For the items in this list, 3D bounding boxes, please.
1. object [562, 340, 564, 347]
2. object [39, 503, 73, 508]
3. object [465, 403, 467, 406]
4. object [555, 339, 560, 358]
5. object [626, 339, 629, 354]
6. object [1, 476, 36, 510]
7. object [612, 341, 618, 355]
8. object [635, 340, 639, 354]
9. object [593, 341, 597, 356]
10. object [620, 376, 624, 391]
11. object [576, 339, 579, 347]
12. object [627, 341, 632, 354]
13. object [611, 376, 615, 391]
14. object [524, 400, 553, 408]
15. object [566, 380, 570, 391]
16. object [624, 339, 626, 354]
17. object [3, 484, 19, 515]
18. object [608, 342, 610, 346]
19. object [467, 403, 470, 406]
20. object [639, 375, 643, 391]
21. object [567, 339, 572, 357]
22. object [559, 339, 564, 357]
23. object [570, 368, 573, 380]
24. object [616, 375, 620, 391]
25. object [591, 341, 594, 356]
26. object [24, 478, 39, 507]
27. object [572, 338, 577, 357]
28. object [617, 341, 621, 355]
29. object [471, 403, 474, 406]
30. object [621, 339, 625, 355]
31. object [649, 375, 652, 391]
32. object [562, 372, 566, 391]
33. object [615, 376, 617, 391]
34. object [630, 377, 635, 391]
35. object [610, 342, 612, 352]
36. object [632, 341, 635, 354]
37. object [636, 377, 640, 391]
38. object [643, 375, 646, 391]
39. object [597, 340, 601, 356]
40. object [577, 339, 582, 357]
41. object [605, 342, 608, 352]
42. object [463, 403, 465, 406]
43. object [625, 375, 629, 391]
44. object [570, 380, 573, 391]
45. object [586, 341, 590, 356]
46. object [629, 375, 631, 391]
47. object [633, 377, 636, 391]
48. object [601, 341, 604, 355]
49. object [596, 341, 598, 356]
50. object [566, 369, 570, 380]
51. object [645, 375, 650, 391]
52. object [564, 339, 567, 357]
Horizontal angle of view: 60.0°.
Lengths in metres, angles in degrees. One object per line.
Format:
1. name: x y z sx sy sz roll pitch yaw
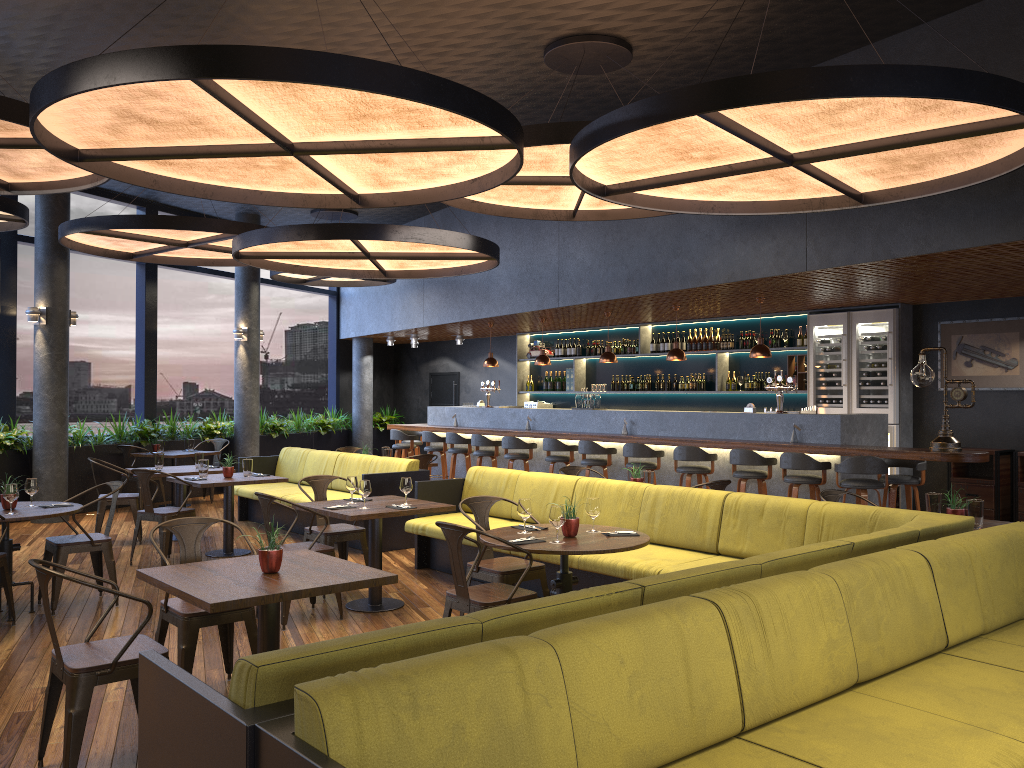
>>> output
1. object: 0.856 -0.606 15.228 0.085 0.310 0.086 0 -1 1
2. object: -3.405 0.901 6.582 0.255 0.019 0.157 1 -1 -42
3. object: -0.771 0.347 14.868 0.042 0.059 0.042 1 -1 -43
4. object: 0.784 -0.607 15.166 0.085 0.310 0.086 0 -1 -7
5. object: 1.839 -0.588 14.094 0.063 0.254 0.063 0 -1 -13
6. object: -3.626 0.769 6.408 0.260 0.271 0.238 0 -1 -1
7. object: 1.643 -0.573 14.181 0.088 0.224 0.088 -1 -1 44
8. object: 1.961 -0.577 13.805 0.088 0.224 0.088 0 -1 -26
9. object: 1.353 -0.584 14.530 0.063 0.254 0.063 0 -1 22
10. object: 1.767 -0.009 14.186 0.063 0.254 0.063 0 -1 7
11. object: 1.114 -0.609 14.924 0.085 0.310 0.086 0 -1 1
12. object: 1.845 -0.573 13.899 0.068 0.217 0.068 0 -1 35
13. object: 1.619 -0.009 14.209 0.063 0.254 0.063 0 -1 22
14. object: 0.394 0.569 15.455 0.550 0.569 0.355 1 -1 -40
15. object: 0.974 0.030 14.981 0.080 0.192 0.098 1 -1 -40
16. object: 1.803 -0.587 14.175 0.063 0.254 0.063 1 -1 -33
17. object: -3.488 0.802 6.176 0.097 0.206 0.097 1 -1 -34
18. object: 1.572 -0.567 14.405 0.068 0.217 0.068 1 -1 -35
19. object: -0.730 0.347 14.890 0.042 0.059 0.042 1 -1 -43
20. object: 2.007 -0.013 13.791 0.063 0.254 0.063 0 -1 -23
21. object: 0.976 -0.609 14.942 0.085 0.310 0.086 0 -1 -21
22. object: 0.842 -0.608 15.094 0.085 0.310 0.086 0 -1 -13
23. object: 1.039 -0.164 14.906 0.080 0.192 0.098 1 -1 -40
24. object: 1.684 -0.010 14.132 0.063 0.254 0.063 0 -1 37
25. object: 1.346 -0.583 14.660 0.063 0.254 0.063 0 -1 27
26. object: -3.577 0.807 6.605 0.097 0.206 0.097 0 -1 21
27. object: 1.042 -0.610 14.862 0.085 0.310 0.086 0 -1 -7
28. object: 1.729 -0.572 14.243 0.088 0.224 0.088 -1 -1 44
29. object: -0.664 0.349 14.965 0.042 0.059 0.042 1 -1 -43
30. object: 1.763 -0.589 14.046 0.063 0.254 0.063 0 -1 7
31. object: 2.138 -0.013 13.752 0.063 0.254 0.063 0 -1 22
32. object: 0.904 -0.043 15.209 0.094 0.340 0.094 0 -1 -18
33. object: 1.687 -0.008 14.280 0.063 0.254 0.063 0 -1 42
34. object: 1.889 0.003 13.923 0.088 0.224 0.088 0 -1 -26
35. object: 1.605 -0.568 14.325 0.068 0.217 0.068 0 -1 -20
36. object: 1.921 -0.572 13.954 0.068 0.217 0.068 1 -1 -35
37. object: 1.994 0.004 13.974 0.088 0.224 0.088 0 -1 24
38. object: 2.073 -0.012 13.838 0.063 0.254 0.063 0 -1 -8
39. object: 1.418 -0.585 14.423 0.063 0.254 0.063 0 -1 -23
40. object: 1.121 -0.593 14.776 0.083 0.301 0.083 1 -1 -33
41. object: 1.528 -0.569 14.272 0.068 0.217 0.068 0 -1 40
42. object: -0.807 0.347 14.838 0.042 0.059 0.042 1 -1 -43
43. object: 1.817 -0.010 14.065 0.063 0.254 0.063 0 -1 -13
44. object: 1.039 0.029 14.904 0.080 0.192 0.098 1 -1 -40
45. object: 1.256 -0.584 14.599 0.063 0.254 0.063 0 -1 32
46. object: 1.882 -0.009 14.125 0.063 0.254 0.063 0 -1 22
47. object: 1.913 0.005 14.034 0.088 0.224 0.088 0 -1 14
48. object: 1.480 -0.584 14.521 0.063 0.254 0.063 0 -1 -3
49. object: 1.408 -0.583 14.592 0.063 0.254 0.063 0 -1 22
50. object: 0.975 -0.163 14.984 0.080 0.192 0.098 1 -1 -40
51. object: 2.090 -0.014 13.682 0.063 0.254 0.063 0 -1 2
52. object: 0.917 -0.607 15.151 0.085 0.310 0.086 1 -1 -29
